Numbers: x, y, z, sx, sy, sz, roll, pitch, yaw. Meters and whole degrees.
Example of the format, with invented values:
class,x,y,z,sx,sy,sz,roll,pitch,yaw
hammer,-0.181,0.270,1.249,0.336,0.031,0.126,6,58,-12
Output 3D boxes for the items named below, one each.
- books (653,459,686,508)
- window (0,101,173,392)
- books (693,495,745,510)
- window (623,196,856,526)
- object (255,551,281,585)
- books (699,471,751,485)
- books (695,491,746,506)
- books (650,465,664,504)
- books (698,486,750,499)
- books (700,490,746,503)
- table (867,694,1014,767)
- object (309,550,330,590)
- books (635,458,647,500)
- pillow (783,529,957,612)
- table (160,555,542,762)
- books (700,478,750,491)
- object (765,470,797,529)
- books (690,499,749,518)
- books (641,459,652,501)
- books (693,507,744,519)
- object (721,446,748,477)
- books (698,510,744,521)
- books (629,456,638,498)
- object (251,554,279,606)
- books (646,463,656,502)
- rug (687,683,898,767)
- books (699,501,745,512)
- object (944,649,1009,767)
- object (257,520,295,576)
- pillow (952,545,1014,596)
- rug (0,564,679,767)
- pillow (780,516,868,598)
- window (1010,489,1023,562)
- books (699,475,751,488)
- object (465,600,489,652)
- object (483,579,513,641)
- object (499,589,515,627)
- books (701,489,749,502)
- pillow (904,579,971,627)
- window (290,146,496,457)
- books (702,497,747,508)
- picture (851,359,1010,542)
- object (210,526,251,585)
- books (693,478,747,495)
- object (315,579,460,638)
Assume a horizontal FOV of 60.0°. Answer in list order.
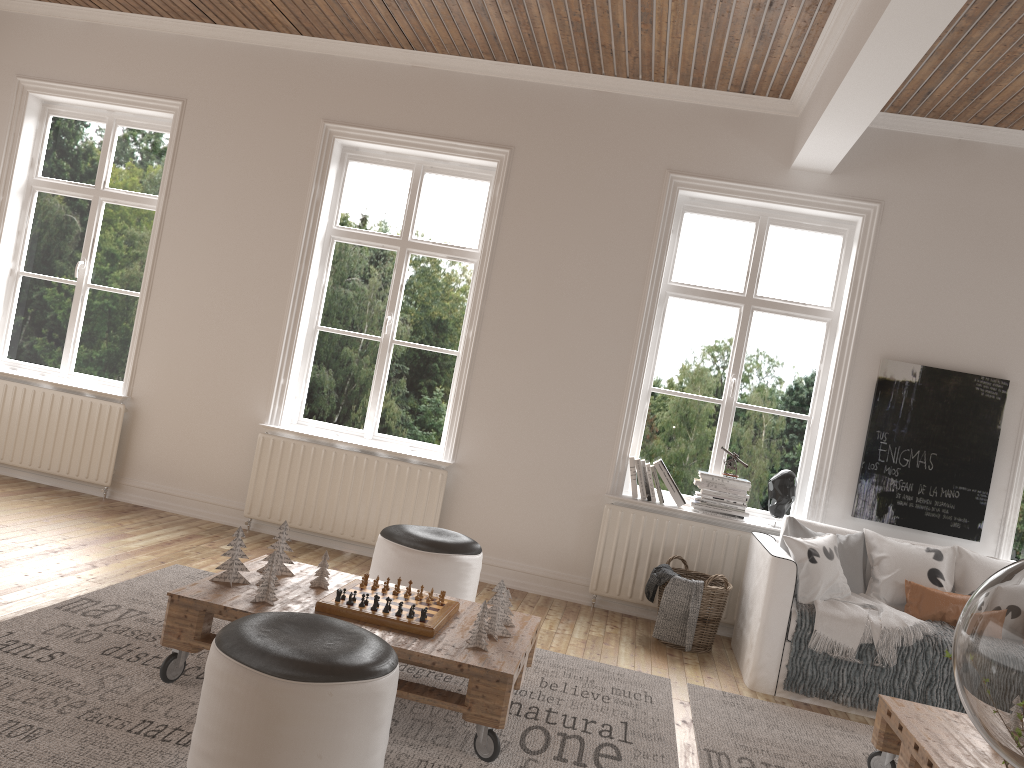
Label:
class,x,y,z,sx,sy,sz,roll,pitch,yaw
books,0.931,0.583,5.247,0.226,0.255,0.176,11,0,9
window,-2.865,-0.923,5.965,1.055,1.872,0.120,11,0,9
books,1.216,0.697,5.214,0.288,0.016,0.182,11,0,9
window,1.350,-0.132,5.312,1.055,1.872,0.120,11,0,9
object,-0.887,0.676,3.269,0.072,0.132,0.076,11,0,9
books,1.240,0.547,5.187,0.288,0.016,0.182,11,0,9
books,1.220,0.670,5.198,0.285,0.012,0.159,11,0,9
books,0.860,0.591,5.253,0.118,0.213,0.161,11,0,9
books,1.240,0.629,5.213,0.288,0.016,0.182,11,0,9
books,1.233,0.660,5.190,0.254,0.012,0.161,11,0,9
table,1.877,1.415,2.880,1.189,0.300,0.821,11,0,9
object,-0.723,0.703,3.386,0.077,0.141,0.082,11,0,-10
books,0.765,0.562,5.267,0.112,0.235,0.172,11,0,9
pillow,1.771,0.955,4.459,1.020,0.414,0.417,11,0,-9
table,-0.543,0.961,3.244,1.189,0.300,0.821,11,0,9
books,1.243,0.583,5.196,0.273,0.021,0.174,11,0,9
object,1.548,0.658,5.119,0.171,0.340,0.177,11,0,45
books,1.212,0.728,5.198,0.331,0.025,0.176,11,0,9
books,0.796,0.569,5.265,0.104,0.232,0.152,11,0,9
books,1.204,0.747,5.189,0.285,0.012,0.159,11,0,9
object,1.291,0.457,5.164,0.092,0.161,0.177,11,0,-23
books,1.218,0.762,5.190,0.254,0.012,0.161,11,0,9
books,0.725,0.552,5.284,0.093,0.239,0.172,11,0,9
object,-0.839,0.668,3.061,0.085,0.166,0.085,11,0,-6
books,0.824,0.582,5.264,0.101,0.218,0.161,11,0,9
rug,1.835,1.558,2.751,2.474,0.003,2.254,11,0,9
books,1.228,0.713,5.196,0.254,0.013,0.161,11,0,9
object,0.773,0.802,1.451,0.275,1.117,0.515,11,0,-25
object,-0.899,0.633,3.450,0.108,0.213,0.109,11,0,33
pillow,2.677,1.117,4.292,1.081,0.450,0.403,11,0,33
rug,-0.642,1.094,3.135,2.474,0.003,2.254,11,0,9
pillow,1.598,0.923,4.570,0.541,0.431,0.282,11,0,-17
window,3.456,0.263,4.986,1.055,1.872,0.120,11,0,9
books,1.244,0.564,5.196,0.288,0.016,0.182,11,0,9
object,-0.104,0.809,2.999,0.082,0.160,0.082,11,0,-2
object,-0.049,0.797,3.170,0.111,0.204,0.118,11,0,32
object,-0.023,0.837,3.335,0.075,0.137,0.079,11,0,-33
books,1.243,0.646,5.198,0.263,0.017,0.167,11,0,9
pillow,2.131,1.112,4.342,0.414,0.220,0.116,11,0,10
window,-0.757,-0.527,5.639,1.055,1.872,0.120,11,0,9
books,1.238,0.685,5.186,0.256,0.013,0.161,11,0,9
picture,2.336,0.365,4.961,0.680,0.908,0.041,11,0,9
object,-1.002,0.616,3.213,0.106,0.208,0.107,11,0,25
books,1.221,0.603,5.215,0.296,0.028,0.180,11,0,9
object,-0.441,0.812,3.242,0.429,0.036,0.429,11,0,9
